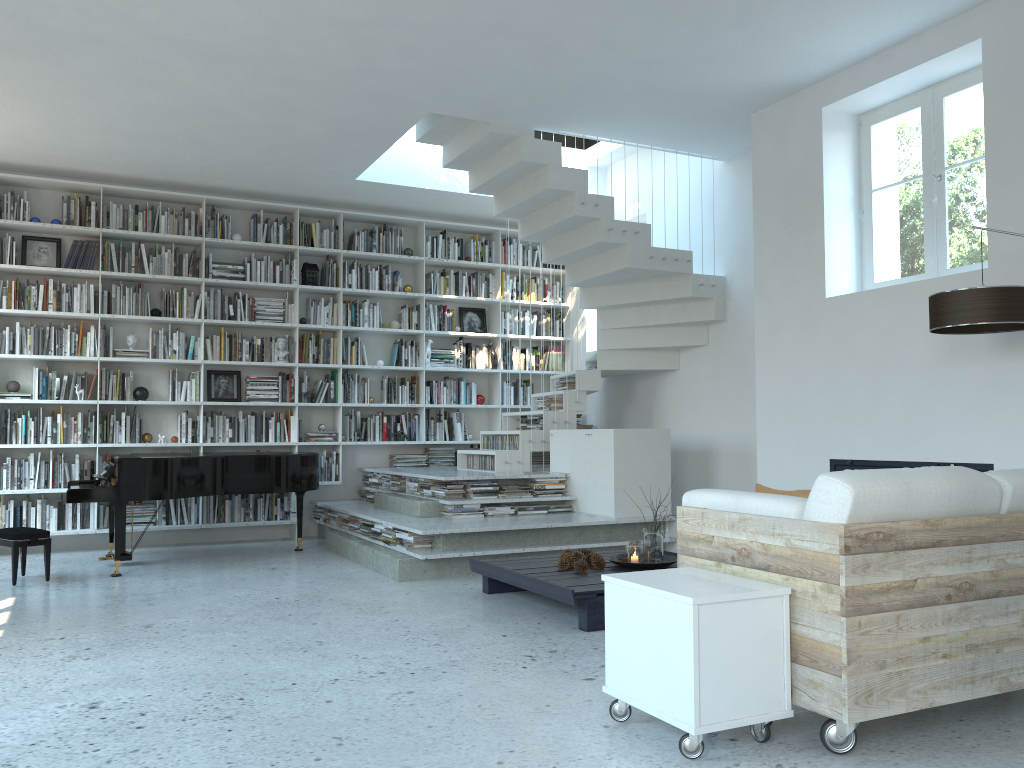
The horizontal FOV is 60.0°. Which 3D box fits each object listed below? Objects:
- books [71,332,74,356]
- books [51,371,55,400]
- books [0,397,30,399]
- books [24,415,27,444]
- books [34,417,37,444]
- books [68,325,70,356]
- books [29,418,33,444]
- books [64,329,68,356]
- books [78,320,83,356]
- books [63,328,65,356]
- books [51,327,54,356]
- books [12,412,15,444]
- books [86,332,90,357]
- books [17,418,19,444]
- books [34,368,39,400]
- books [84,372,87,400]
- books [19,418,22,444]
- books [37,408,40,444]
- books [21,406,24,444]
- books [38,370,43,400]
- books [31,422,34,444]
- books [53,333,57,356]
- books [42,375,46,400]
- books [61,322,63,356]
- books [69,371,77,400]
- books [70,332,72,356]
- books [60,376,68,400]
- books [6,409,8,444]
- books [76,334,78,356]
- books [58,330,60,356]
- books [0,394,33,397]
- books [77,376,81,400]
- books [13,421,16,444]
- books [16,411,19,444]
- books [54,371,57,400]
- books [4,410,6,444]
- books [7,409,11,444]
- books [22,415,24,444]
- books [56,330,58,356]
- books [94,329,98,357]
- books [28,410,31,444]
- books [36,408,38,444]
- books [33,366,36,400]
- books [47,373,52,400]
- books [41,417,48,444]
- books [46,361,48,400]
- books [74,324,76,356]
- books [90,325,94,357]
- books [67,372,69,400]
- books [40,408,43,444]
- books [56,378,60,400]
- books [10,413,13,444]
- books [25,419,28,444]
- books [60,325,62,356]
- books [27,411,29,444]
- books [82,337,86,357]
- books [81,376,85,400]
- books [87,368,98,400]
[{"bbox_3d":[-3.775,-0.330,7.624,0.021,0.220,0.148,1,-3,-26],"label":"books"},{"bbox_3d":[-3.902,0.020,7.543,0.022,0.248,0.129,1,-3,-26],"label":"books"},{"bbox_3d":[-4.168,0.119,7.405,0.254,0.012,0.161,1,-4,-25],"label":"books"},{"bbox_3d":[-4.070,0.382,7.413,0.009,0.244,0.184,1,-3,-26],"label":"books"},{"bbox_3d":[-4.018,0.392,7.478,0.016,0.230,0.136,1,-3,-26],"label":"books"},{"bbox_3d":[-3.794,-0.359,7.595,0.015,0.275,0.157,1,-3,-26],"label":"books"},{"bbox_3d":[-4.033,0.396,7.436,0.015,0.219,0.190,1,-3,-26],"label":"books"},{"bbox_3d":[-3.826,-0.341,7.611,0.028,0.242,0.131,1,-3,-26],"label":"books"},{"bbox_3d":[-3.721,-0.382,7.642,0.035,0.325,0.170,1,-3,-26],"label":"books"},{"bbox_3d":[-3.839,-0.347,7.594,0.011,0.251,0.139,1,-3,-26],"label":"books"},{"bbox_3d":[-3.914,-0.351,7.553,0.021,0.256,0.156,1,-3,-26],"label":"books"},{"bbox_3d":[-4.150,0.371,7.384,0.007,0.264,0.177,1,-3,-26],"label":"books"},{"bbox_3d":[-3.666,-0.329,7.671,0.031,0.223,0.145,1,-3,-26],"label":"books"},{"bbox_3d":[-4.121,0.395,7.409,0.015,0.218,0.176,1,-3,-26],"label":"books"},{"bbox_3d":[-4.009,0.004,7.478,0.024,0.273,0.150,1,-3,-26],"label":"books"},{"bbox_3d":[-3.676,0.023,7.647,0.021,0.251,0.154,1,-3,-26],"label":"books"},{"bbox_3d":[-4.102,0.395,7.404,0.015,0.216,0.180,1,-3,-26],"label":"books"},{"bbox_3d":[-3.979,0.356,7.460,0.019,0.300,0.180,1,-3,-26],"label":"books"},{"bbox_3d":[-4.097,0.347,7.419,0.006,0.315,0.145,1,-3,-26],"label":"books"},{"bbox_3d":[-3.987,0.014,7.497,0.031,0.255,0.143,1,-3,-26],"label":"books"},{"bbox_3d":[-4.017,0.411,7.439,0.016,0.189,0.183,1,-3,-26],"label":"books"},{"bbox_3d":[-3.895,-0.325,7.562,0.021,0.205,0.130,1,-3,-26],"label":"books"},{"bbox_3d":[-3.947,0.037,7.483,0.029,0.208,0.189,1,-3,-26],"label":"books"},{"bbox_3d":[-3.851,-0.373,7.595,0.011,0.304,0.130,1,-3,-26],"label":"books"},{"bbox_3d":[-3.761,0.019,7.599,0.060,0.255,0.158,1,-3,-26],"label":"books"},{"bbox_3d":[-3.788,-0.329,7.612,0.012,0.217,0.160,1,-3,-26],"label":"books"},{"bbox_3d":[-3.832,0.039,7.579,0.056,0.214,0.143,1,-3,-26],"label":"books"},{"bbox_3d":[-4.201,0.358,7.379,0.016,0.289,0.152,1,-3,-26],"label":"books"},{"bbox_3d":[-3.742,-0.321,7.628,0.013,0.203,0.161,1,-3,-26],"label":"books"},{"bbox_3d":[-3.867,-0.336,7.573,0.013,0.227,0.151,1,-3,-26],"label":"books"},{"bbox_3d":[-4.166,0.095,7.400,0.285,0.012,0.159,1,-4,-22],"label":"books"},{"bbox_3d":[-3.717,0.043,7.611,0.030,0.207,0.172,1,-3,-26],"label":"books"},{"bbox_3d":[-4.131,0.407,7.373,0.019,0.189,0.193,1,-3,-26],"label":"books"},{"bbox_3d":[-4.128,0.364,7.399,0.008,0.279,0.164,1,-3,-26],"label":"books"},{"bbox_3d":[-3.879,0.018,7.534,0.011,0.250,0.172,1,-3,-26],"label":"books"},{"bbox_3d":[-4.213,0.360,7.375,0.008,0.285,0.159,1,-3,-26],"label":"books"},{"bbox_3d":[-4.184,0.355,7.380,0.014,0.294,0.171,1,-3,-26],"label":"books"},{"bbox_3d":[-4.086,0.383,7.420,0.014,0.243,0.171,1,-3,-26],"label":"books"},{"bbox_3d":[-3.874,-0.338,7.557,0.013,0.229,0.177,1,-3,-26],"label":"books"},{"bbox_3d":[-3.614,-0.345,7.703,0.036,0.257,0.123,1,-3,-26],"label":"books"},{"bbox_3d":[-4.041,0.361,7.427,0.007,0.286,0.182,1,-3,-26],"label":"books"},{"bbox_3d":[-4.008,0.358,7.486,0.009,0.299,0.141,1,-3,-26],"label":"books"},{"bbox_3d":[-4.025,-0.002,7.472,0.012,0.285,0.159,1,-3,-26],"label":"books"},{"bbox_3d":[-3.928,0.028,7.537,0.030,0.231,0.148,1,-3,-26],"label":"books"},{"bbox_3d":[-3.953,0.394,7.505,0.045,0.230,0.138,1,-3,-26],"label":"books"},{"bbox_3d":[-3.944,-0.025,7.525,0.011,0.335,0.153,1,-3,-26],"label":"books"},{"bbox_3d":[-3.762,-0.365,7.637,0.015,0.292,0.144,1,-3,-26],"label":"books"},{"bbox_3d":[-3.642,-0.360,7.689,0.027,0.285,0.148,1,-3,-26],"label":"books"},{"bbox_3d":[-3.800,0.026,7.595,0.013,0.241,0.141,1,-3,-26],"label":"books"},{"bbox_3d":[-3.971,0.354,7.478,0.012,0.306,0.189,1,-3,-26],"label":"books"},{"bbox_3d":[-3.855,0.048,7.530,0.029,0.190,0.189,1,-3,-26],"label":"books"},{"bbox_3d":[-4.171,0.375,7.394,0.022,0.257,0.141,1,-3,-26],"label":"books"},{"bbox_3d":[-4.073,0.400,7.446,0.016,0.211,0.146,1,-3,-26],"label":"books"},{"bbox_3d":[-3.854,-0.358,7.575,0.012,0.272,0.145,1,-3,-26],"label":"books"},{"bbox_3d":[-4.058,0.367,7.445,0.009,0.277,0.157,1,-3,-26],"label":"books"},{"bbox_3d":[-3.693,-0.310,7.656,0.030,0.183,0.152,1,-3,-26],"label":"books"},{"bbox_3d":[-3.696,0.043,7.633,0.027,0.209,0.144,1,-3,-26],"label":"books"},{"bbox_3d":[-3.612,0.010,7.635,0.082,0.276,0.228,1,-3,-26],"label":"books"}]
